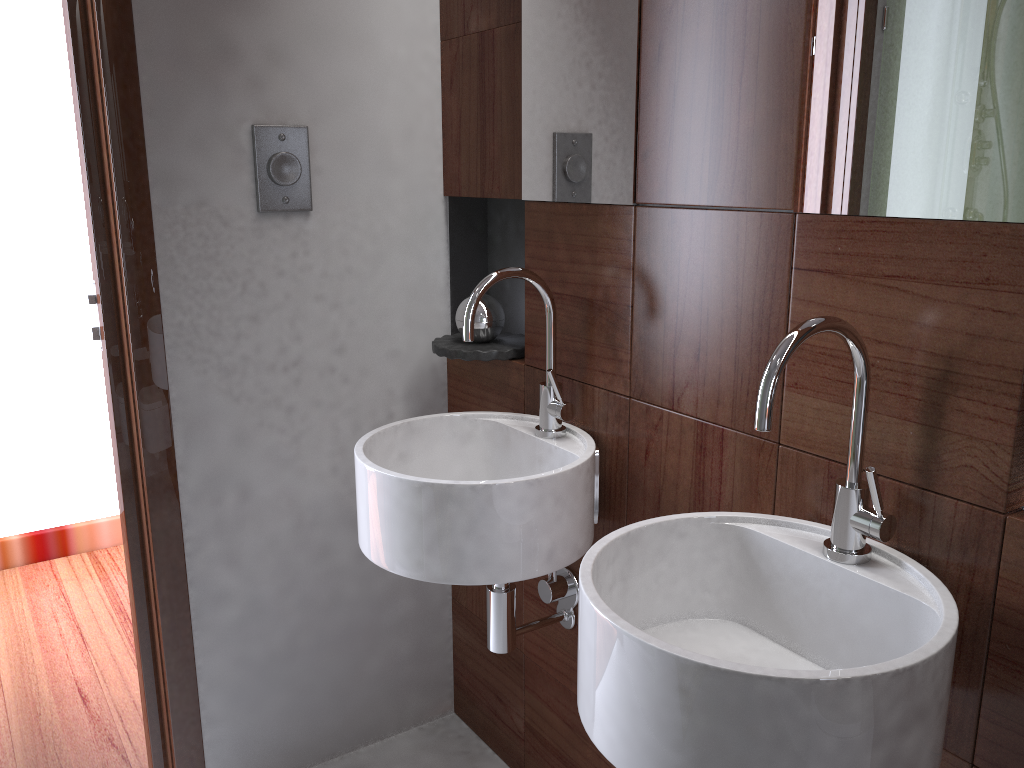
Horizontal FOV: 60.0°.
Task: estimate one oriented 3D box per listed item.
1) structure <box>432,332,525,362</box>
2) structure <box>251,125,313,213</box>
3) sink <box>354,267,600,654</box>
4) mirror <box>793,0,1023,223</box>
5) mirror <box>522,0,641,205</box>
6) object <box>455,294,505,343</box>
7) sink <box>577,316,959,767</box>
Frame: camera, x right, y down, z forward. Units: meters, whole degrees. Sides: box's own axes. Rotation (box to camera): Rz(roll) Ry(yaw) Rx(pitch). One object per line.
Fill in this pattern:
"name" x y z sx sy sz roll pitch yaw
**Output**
"structure" -0.058 -0.081 1.875 0.222 0.023 0.220 4 14 16
"structure" -0.443 -0.417 1.719 0.109 0.164 0.028 -9 16 -32
"sink" -0.062 0.158 1.550 0.417 0.715 0.415 -9 16 -32
"mirror" 0.458 -0.503 0.962 0.010 0.635 0.316 -9 16 -32
"mirror" 0.109 -0.626 1.476 0.010 0.635 0.316 -9 16 -32
"object" 0.278 -0.016 1.345 0.104 0.104 1.350 -9 16 -32
"sink" 0.286 0.281 1.038 0.417 0.715 0.415 -9 16 -32
